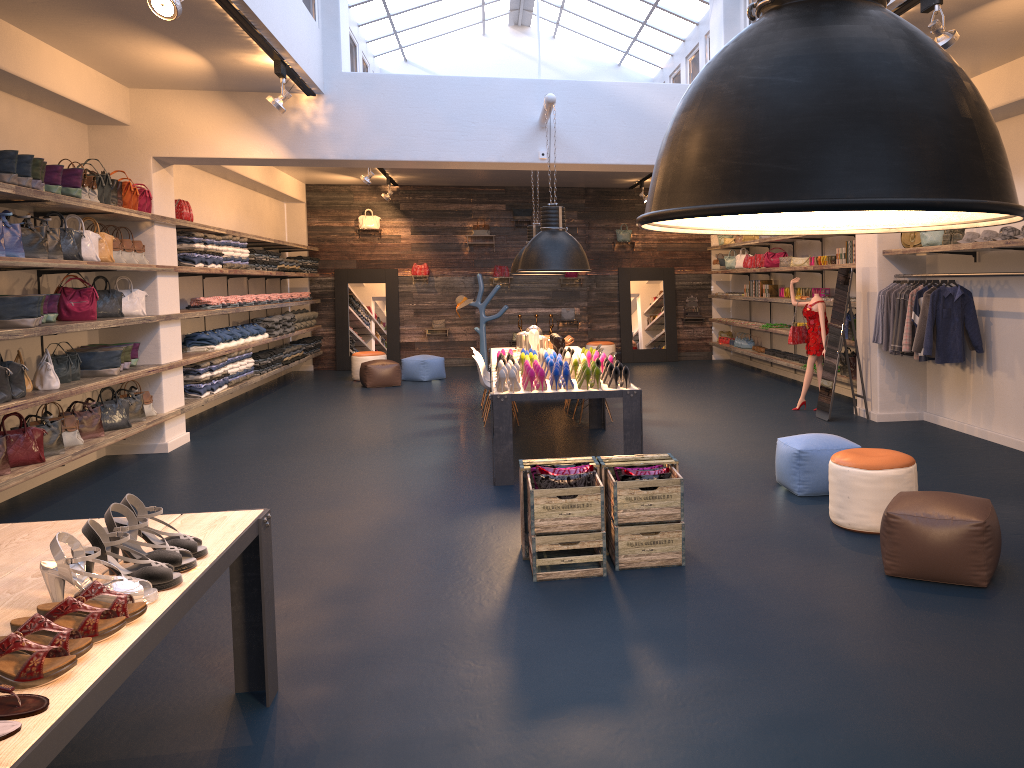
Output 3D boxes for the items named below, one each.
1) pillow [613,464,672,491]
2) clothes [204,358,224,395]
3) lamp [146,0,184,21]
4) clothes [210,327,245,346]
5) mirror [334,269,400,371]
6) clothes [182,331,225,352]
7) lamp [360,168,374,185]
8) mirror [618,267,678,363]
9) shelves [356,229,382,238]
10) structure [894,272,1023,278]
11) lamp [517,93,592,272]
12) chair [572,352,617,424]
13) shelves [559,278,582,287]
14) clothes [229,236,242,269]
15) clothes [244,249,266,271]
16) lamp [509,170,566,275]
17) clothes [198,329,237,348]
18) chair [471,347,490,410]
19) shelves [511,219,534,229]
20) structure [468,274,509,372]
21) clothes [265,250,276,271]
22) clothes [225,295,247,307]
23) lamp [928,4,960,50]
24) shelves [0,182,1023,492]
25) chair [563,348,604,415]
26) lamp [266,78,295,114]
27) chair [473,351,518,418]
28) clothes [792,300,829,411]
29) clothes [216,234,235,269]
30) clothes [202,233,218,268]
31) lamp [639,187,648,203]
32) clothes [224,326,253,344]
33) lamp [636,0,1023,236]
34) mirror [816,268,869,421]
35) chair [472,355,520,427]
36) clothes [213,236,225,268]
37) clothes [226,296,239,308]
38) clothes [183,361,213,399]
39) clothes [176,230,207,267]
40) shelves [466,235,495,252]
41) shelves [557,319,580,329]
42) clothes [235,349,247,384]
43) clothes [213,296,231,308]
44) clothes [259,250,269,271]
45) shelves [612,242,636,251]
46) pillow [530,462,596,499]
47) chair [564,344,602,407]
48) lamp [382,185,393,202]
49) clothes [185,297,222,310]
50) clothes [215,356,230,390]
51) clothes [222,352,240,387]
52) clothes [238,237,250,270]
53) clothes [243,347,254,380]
[{"bbox_3d":[0.766,0.624,5.182,0.316,0.318,0.450,-1,5,-5],"label":"pillow"},{"bbox_3d":[-3.513,-0.095,10.049,0.255,0.409,0.319,-1,4,2],"label":"clothes"},{"bbox_3d":[-1.873,-2.150,4.783,0.272,0.314,0.166,-5,5,-42],"label":"lamp"},{"bbox_3d":[-3.672,-0.597,11.037,0.435,0.240,0.420,-1,6,-6],"label":"clothes"},{"bbox_3d":[-2.749,-1.231,16.541,1.190,1.911,0.260,-2,3,-10],"label":"mirror"},{"bbox_3d":[-3.649,-0.501,10.207,0.435,0.240,0.420,-1,6,-6],"label":"clothes"},{"bbox_3d":[-2.138,-3.078,12.819,0.222,0.326,0.196,2,5,37],"label":"lamp"},{"bbox_3d":[2.756,-1.402,17.586,1.190,1.911,0.260,-2,3,-10],"label":"mirror"},{"bbox_3d":[-2.706,-2.856,16.470,0.464,0.157,0.239,-2,6,-9],"label":"shelves"},{"bbox_3d":[4.471,-0.730,5.608,0.039,0.038,8.574,-1,7,-1],"label":"structure"},{"bbox_3d":[0.373,-1.868,8.068,0.733,1.641,0.668,-2,4,-15],"label":"lamp"},{"bbox_3d":[0.973,0.030,10.246,0.568,0.798,0.448,-2,4,-13],"label":"chair"},{"bbox_3d":[1.186,-2.022,17.273,0.509,0.184,0.197,-2,5,-10],"label":"shelves"},{"bbox_3d":[-3.602,-1.666,10.984,0.266,0.454,0.339,0,4,8],"label":"clothes"},{"bbox_3d":[-3.606,-1.708,11.942,0.377,0.298,0.323,-1,5,-4],"label":"clothes"},{"bbox_3d":[0.296,-2.178,10.733,0.651,1.641,0.751,1,4,30],"label":"lamp"},{"bbox_3d":[-3.662,-0.551,10.642,0.415,0.240,0.440,0,6,10],"label":"clothes"},{"bbox_3d":[-0.252,-0.088,11.360,0.560,0.798,0.455,-1,4,-8],"label":"chair"},{"bbox_3d":[0.208,-3.125,17.013,0.464,0.178,0.239,-2,5,-9],"label":"shelves"},{"bbox_3d":[-0.503,-1.136,16.040,0.919,1.801,0.181,0,3,17],"label":"structure"},{"bbox_3d":[-3.635,-1.782,12.582,0.361,0.298,0.300,-1,5,-6],"label":"clothes"},{"bbox_3d":[-3.677,-1.089,11.419,0.331,0.154,0.341,-2,6,-11],"label":"clothes"},{"bbox_3d":[2.778,-2.280,5.589,0.166,0.326,0.261,2,5,40],"label":"lamp"},{"bbox_3d":[0.393,-0.599,8.817,8.828,2.218,16.556,-1,7,-4],"label":"shelves"},{"bbox_3d":[0.889,-0.045,10.898,0.560,0.798,0.455,-1,4,-8],"label":"chair"},{"bbox_3d":[-1.983,-2.451,7.424,0.261,0.326,0.166,-4,5,-37],"label":"lamp"},{"bbox_3d":[-0.191,-0.012,10.704,0.546,0.798,0.467,-1,4,1],"label":"chair"},{"bbox_3d":[3.762,-0.354,10.798,0.487,1.380,0.329,-2,3,-20],"label":"clothes"},{"bbox_3d":[-3.593,-1.629,10.662,0.266,0.454,0.339,0,4,8],"label":"clothes"},{"bbox_3d":[-3.555,-1.532,9.974,0.255,0.409,0.319,-1,4,2],"label":"clothes"},{"bbox_3d":[2.479,-3.518,16.236,0.222,0.326,0.196,2,5,37],"label":"lamp"},{"bbox_3d":[-3.684,-0.644,11.441,0.435,0.240,0.420,-1,6,-6],"label":"clothes"},{"bbox_3d":[0.554,-1.112,1.563,0.759,1.641,0.643,-4,4,-37],"label":"lamp"},{"bbox_3d":[3.859,-0.475,10.162,0.536,1.759,0.494,-1,3,-6],"label":"mirror"},{"bbox_3d":[-0.175,0.064,10.049,0.560,0.798,0.455,-1,4,-8],"label":"chair"},{"bbox_3d":[-3.591,-1.569,10.293,0.255,0.409,0.319,-1,4,2],"label":"clothes"},{"bbox_3d":[-3.691,-1.044,11.087,0.340,0.158,0.330,1,6,15],"label":"clothes"},{"bbox_3d":[-3.530,-0.054,9.701,0.255,0.409,0.319,-1,4,2],"label":"clothes"},{"bbox_3d":[-3.572,-1.491,9.626,0.255,0.409,0.319,-1,4,2],"label":"clothes"},{"bbox_3d":[-0.602,-2.725,16.875,0.574,0.316,0.239,-2,4,-9],"label":"shelves"},{"bbox_3d":[1.121,-1.187,17.279,0.464,0.183,0.239,-2,5,-9],"label":"shelves"},{"bbox_3d":[-3.560,-0.229,11.058,0.266,0.454,0.339,0,4,8],"label":"clothes"},{"bbox_3d":[-3.657,-1.007,10.711,0.331,0.154,0.341,-2,6,-11],"label":"clothes"},{"bbox_3d":[-3.626,-1.745,12.261,0.384,0.298,0.306,-2,5,-18],"label":"clothes"},{"bbox_3d":[2.253,-2.763,17.420,0.464,0.177,0.239,-2,5,-9],"label":"shelves"},{"bbox_3d":[0.289,0.616,4.992,0.365,0.348,0.428,-1,5,-5],"label":"pillow"},{"bbox_3d":[0.935,-0.123,11.561,0.556,0.798,0.458,-1,4,-5],"label":"chair"},{"bbox_3d":[-2.211,-3.380,15.412,0.222,0.326,0.196,2,5,37],"label":"lamp"},{"bbox_3d":[-3.671,-0.962,10.378,0.340,0.158,0.330,1,6,15],"label":"clothes"},{"bbox_3d":[-3.549,-0.132,10.368,0.255,0.409,0.319,-1,4,2],"label":"clothes"},{"bbox_3d":[-3.551,-0.191,10.737,0.266,0.454,0.339,0,4,8],"label":"clothes"},{"bbox_3d":[-3.612,-1.707,11.338,0.266,0.454,0.339,0,4,8],"label":"clothes"},{"bbox_3d":[-3.570,-0.270,11.413,0.266,0.454,0.339,0,4,8],"label":"clothes"}]
